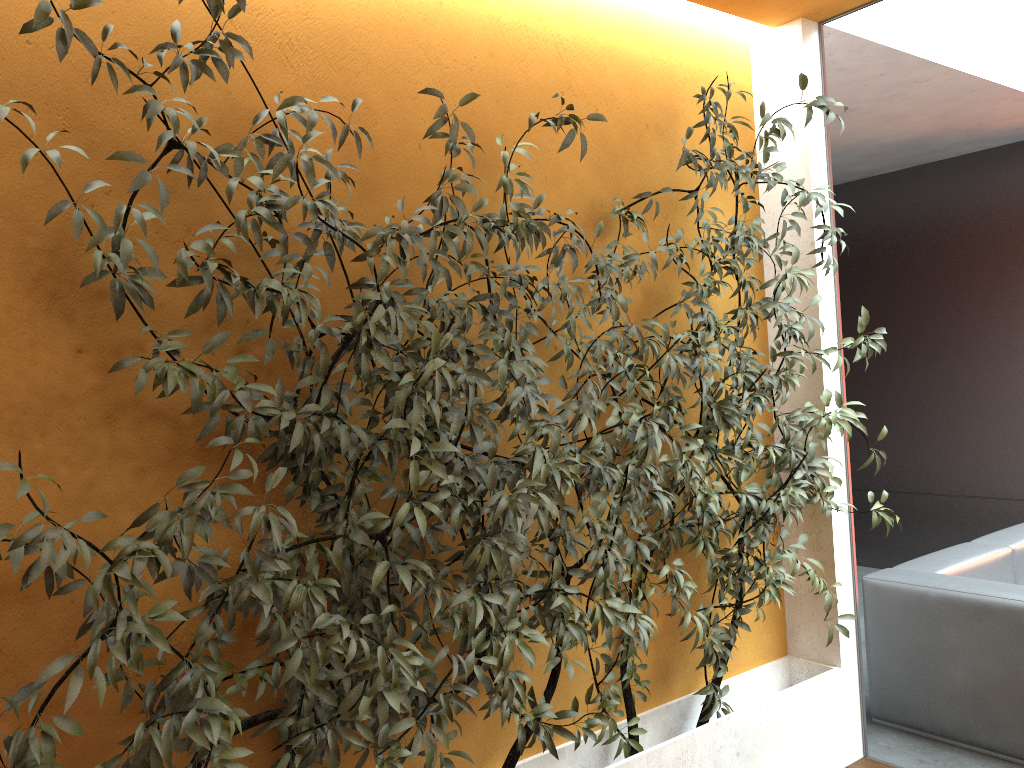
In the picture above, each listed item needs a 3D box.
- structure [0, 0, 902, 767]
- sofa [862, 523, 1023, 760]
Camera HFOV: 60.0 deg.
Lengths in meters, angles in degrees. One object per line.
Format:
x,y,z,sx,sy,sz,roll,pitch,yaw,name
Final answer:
0.067,0.100,2.582,3.166,2.483,0.622,-4,0,-38,structure
2.634,1.102,4.208,2.025,0.652,0.943,-4,0,-37,sofa
